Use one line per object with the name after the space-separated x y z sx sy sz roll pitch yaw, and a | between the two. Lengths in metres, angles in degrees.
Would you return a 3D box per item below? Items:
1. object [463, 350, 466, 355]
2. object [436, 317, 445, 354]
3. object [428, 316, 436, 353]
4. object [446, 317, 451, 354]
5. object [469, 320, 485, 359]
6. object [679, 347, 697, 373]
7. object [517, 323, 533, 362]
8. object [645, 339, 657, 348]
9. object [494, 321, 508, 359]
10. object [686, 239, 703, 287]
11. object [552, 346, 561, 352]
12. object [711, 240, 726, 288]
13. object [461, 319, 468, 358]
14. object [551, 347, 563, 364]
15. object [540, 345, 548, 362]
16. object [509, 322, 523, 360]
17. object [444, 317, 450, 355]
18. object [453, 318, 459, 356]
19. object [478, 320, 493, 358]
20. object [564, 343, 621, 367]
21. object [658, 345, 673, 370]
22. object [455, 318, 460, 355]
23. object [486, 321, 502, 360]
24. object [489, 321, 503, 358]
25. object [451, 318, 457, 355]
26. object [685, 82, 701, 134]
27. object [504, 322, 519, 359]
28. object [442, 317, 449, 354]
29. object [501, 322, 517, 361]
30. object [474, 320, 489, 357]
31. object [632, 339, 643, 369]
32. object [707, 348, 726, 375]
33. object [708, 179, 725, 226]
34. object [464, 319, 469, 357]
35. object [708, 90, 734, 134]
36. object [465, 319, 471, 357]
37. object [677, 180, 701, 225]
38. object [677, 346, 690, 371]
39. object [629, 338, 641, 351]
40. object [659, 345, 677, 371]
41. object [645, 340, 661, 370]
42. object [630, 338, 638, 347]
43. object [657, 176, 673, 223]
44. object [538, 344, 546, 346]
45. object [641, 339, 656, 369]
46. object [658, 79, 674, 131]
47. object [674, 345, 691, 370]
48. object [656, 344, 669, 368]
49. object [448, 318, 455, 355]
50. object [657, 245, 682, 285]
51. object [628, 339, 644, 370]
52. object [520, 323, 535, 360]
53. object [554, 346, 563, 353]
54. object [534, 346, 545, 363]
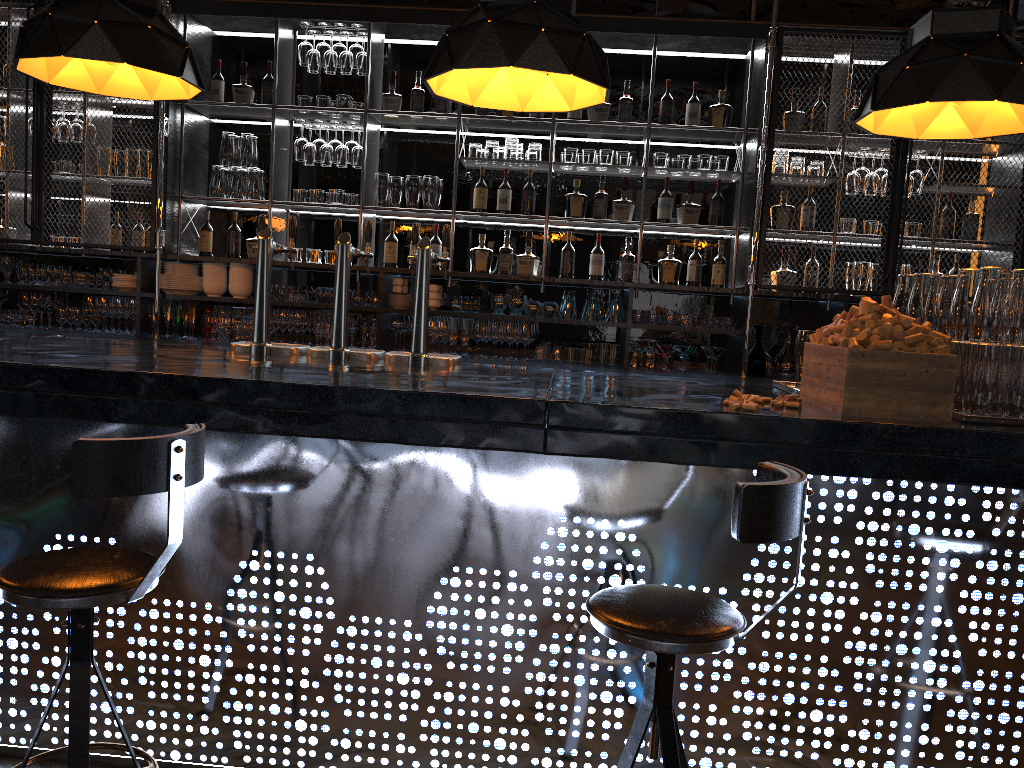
-0.282 -0.292 5.543 0.049 0.231 0.049 4 5 6 | object
-0.435 -0.289 5.382 0.058 0.234 0.058 4 5 7 | object
-0.493 -0.292 5.377 0.058 0.234 0.058 -1 7 -43 | object
-0.410 -0.311 5.645 0.058 0.234 0.058 -1 7 -42 | object
-0.208 -0.271 5.370 0.091 0.229 0.091 3 5 -10 | object
1.047 -0.146 5.309 0.106 0.148 0.106 5 5 13 | object
0.082 -0.251 5.354 0.091 0.229 0.091 1 6 -24 | object
0.852 -0.190 5.528 0.089 0.174 0.089 0 6 -36 | object
-0.062 -0.271 5.478 0.091 0.229 0.091 7 6 35 | object
1.122 -0.738 5.435 0.086 0.298 0.086 0 6 -37 | object
0.283 -0.189 5.547 0.067 0.099 0.067 1 6 -24 | object
1.266 -0.727 5.412 0.080 0.299 0.080 4 5 6 | object
-0.292 -0.276 5.355 0.049 0.231 0.049 4 5 -1 | object
0.271 -0.170 5.326 0.067 0.099 0.067 1 6 -24 | object
0.189 -0.187 5.445 0.067 0.100 0.067 3 5 -4 | object
0.033 -0.264 5.471 0.091 0.229 0.091 3 5 -3 | object
-0.411 -0.303 5.565 0.058 0.234 0.058 2 5 -19 | object
-0.350 -0.291 5.486 0.049 0.231 0.049 8 7 40 | object
-0.157 -0.278 5.485 0.091 0.229 0.091 6 6 24 | object
0.486 -0.184 5.423 0.356 0.134 0.206 5 5 11 | object
0.940 -0.163 5.431 0.106 0.148 0.106 7 6 36 | object
-0.351 -0.297 5.551 0.049 0.231 0.049 3 5 -7 | object
-0.105 -0.264 5.368 0.091 0.229 0.091 -1 7 -39 | object
-0.093 -0.283 5.594 0.091 0.229 0.091 0 6 -34 | object
-0.361 -0.286 5.426 0.049 0.231 0.049 5 5 12 | object
1.100 -1.675 5.374 0.086 0.298 0.086 0 6 -37 | object
0.003 -0.277 5.587 0.091 0.229 0.091 1 6 -28 | object
-0.419 -0.296 5.476 0.058 0.234 0.058 7 6 37 | object
-0.014 -0.258 5.362 0.091 0.229 0.091 7 6 31 | object
-0.185 -0.290 5.599 0.091 0.229 0.091 8 7 39 | object
0.751 -0.183 5.375 0.089 0.174 0.089 0 6 -36 | object
1.210 -0.134 5.276 0.107 0.152 0.107 6 6 29 | object
1.245 -1.093 5.386 0.086 0.299 0.086 0 6 -37 | object
-0.285 -0.281 5.420 0.049 0.231 0.049 4 5 8 | object
1.255 -1.635 5.335 0.151 0.248 0.094 7 6 32 | object
-0.276 -0.286 5.484 0.049 0.231 0.049 5 5 11 | object
1.075 -1.092 5.380 0.123 0.279 0.123 3 5 -7 | object
1.054 -0.156 5.425 0.106 0.148 0.106 7 6 32 | object
0.747 -0.191 5.469 0.089 0.174 0.089 0 6 -36 | object
0.930 -0.154 5.315 0.106 0.148 0.106 6 6 22 | object
0.846 -0.173 5.333 0.089 0.174 0.089 0 6 -36 | object
0.759 -0.199 5.563 0.089 0.174 0.089 0 6 -36 | object
0.937 -1.114 5.409 0.086 0.298 0.086 0 6 -37 | object
0.187 -0.197 5.557 0.067 0.100 0.067 3 5 -4 | object
0.830 -0.183 5.432 0.089 0.174 0.089 0 6 -36 | object
0.934 -1.684 5.356 0.086 0.299 0.086 0 6 -37 | object
1.060 -0.166 5.540 0.106 0.148 0.106 8 7 42 | object
0.946 -0.174 5.548 0.106 0.148 0.106 6 6 22 | object
-0.367 -0.281 5.360 0.049 0.231 0.049 5 5 15 | object
0.966 -0.722 5.432 0.151 0.248 0.094 5 5 12 | object
0.734 -0.175 5.281 0.089 0.174 0.089 0 6 -36 | object
0.103 -0.270 5.584 0.091 0.229 0.091 4 5 1 | object
0.280 -0.181 5.450 0.067 0.099 0.067 1 6 -24 | object
0.167 -0.178 5.335 0.067 0.100 0.067 3 5 -4 | object
